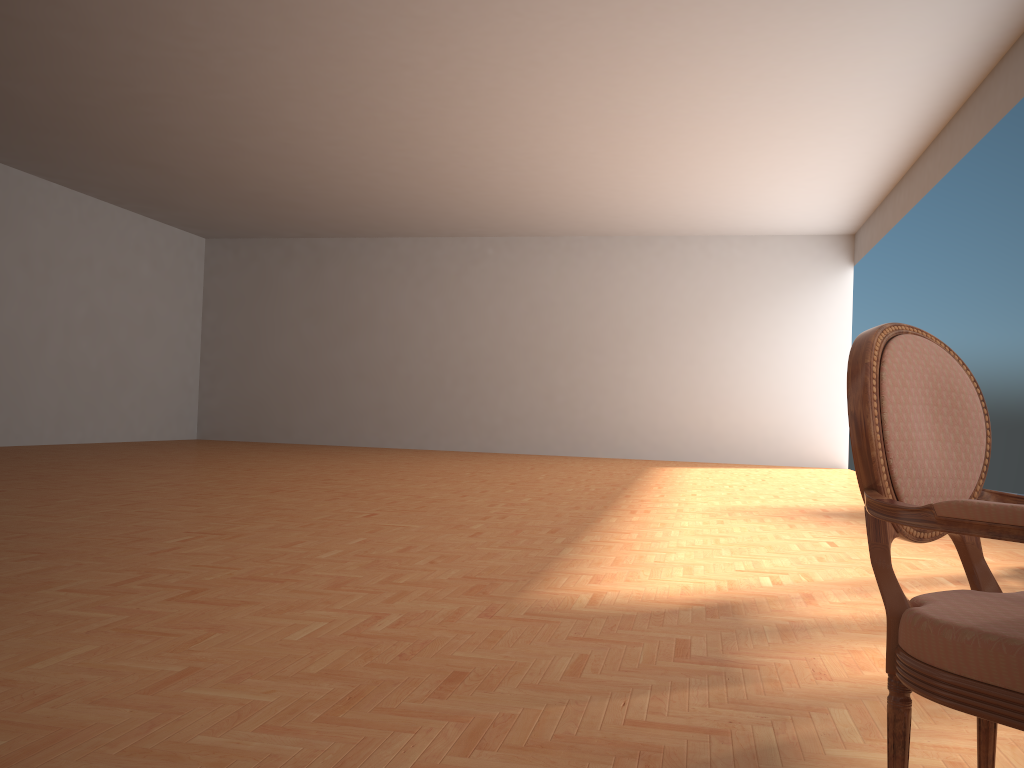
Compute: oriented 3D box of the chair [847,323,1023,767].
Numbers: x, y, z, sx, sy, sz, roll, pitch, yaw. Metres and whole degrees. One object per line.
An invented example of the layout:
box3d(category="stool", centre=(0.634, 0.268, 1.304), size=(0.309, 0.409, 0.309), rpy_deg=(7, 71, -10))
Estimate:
box3d(category="chair", centre=(0.871, 0.345, 1.485), size=(0.521, 0.931, 0.593), rpy_deg=(3, -2, -33))
